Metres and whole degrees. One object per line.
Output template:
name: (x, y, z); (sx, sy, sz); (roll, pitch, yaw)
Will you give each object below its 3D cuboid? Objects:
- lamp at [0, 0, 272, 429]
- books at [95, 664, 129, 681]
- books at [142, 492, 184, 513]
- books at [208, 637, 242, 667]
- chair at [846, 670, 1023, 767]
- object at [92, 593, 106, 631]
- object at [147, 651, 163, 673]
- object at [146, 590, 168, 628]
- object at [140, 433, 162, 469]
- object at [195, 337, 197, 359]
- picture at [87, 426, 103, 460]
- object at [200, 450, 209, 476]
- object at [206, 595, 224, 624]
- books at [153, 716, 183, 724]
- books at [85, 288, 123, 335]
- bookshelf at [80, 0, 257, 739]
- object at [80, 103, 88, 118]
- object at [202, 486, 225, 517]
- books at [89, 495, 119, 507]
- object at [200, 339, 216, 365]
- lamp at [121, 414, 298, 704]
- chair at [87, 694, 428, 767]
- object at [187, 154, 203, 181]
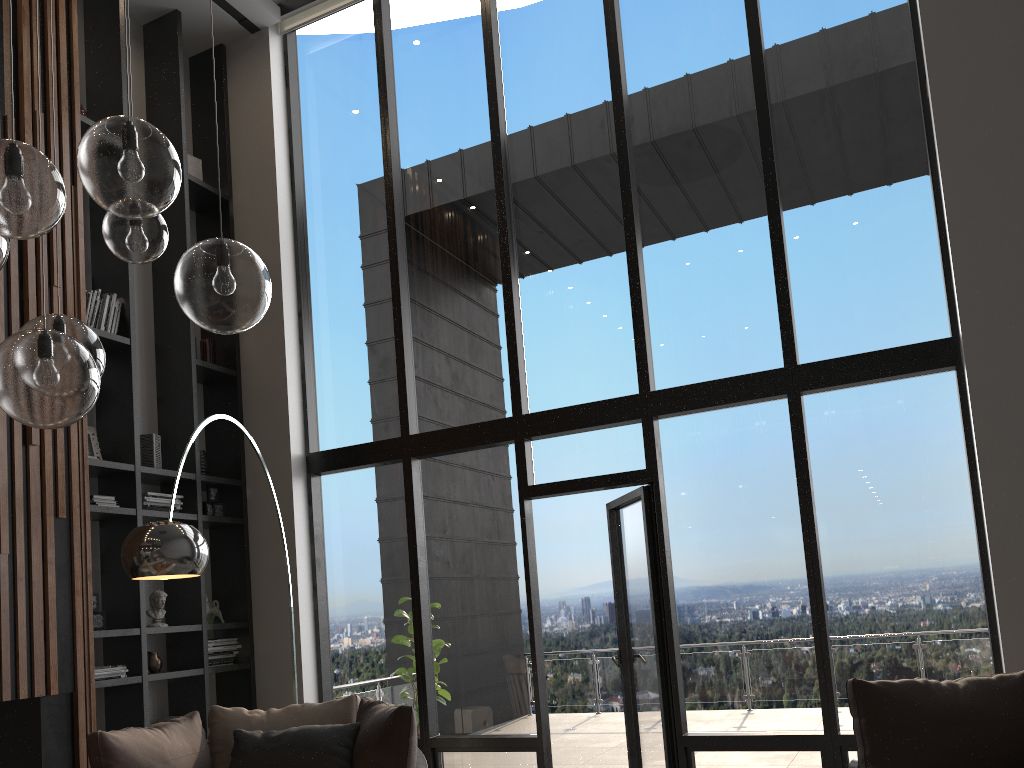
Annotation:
lamp: (-1.284, -2.155, 2.313); (1.240, 4.899, 1.244); (-7, -7, 21)
books: (-2.497, 1.737, 5.248); (0.221, 0.076, 0.328); (-10, -15, 23)
books: (-2.375, 0.805, 5.809); (0.221, 0.125, 0.328); (-10, -14, 23)
books: (-2.108, 1.880, 6.130); (0.220, 0.186, 0.380); (-9, -14, 24)
chair: (1.749, 1.433, 2.890); (1.469, 0.880, 1.494); (-15, -16, 40)
object: (-2.550, 1.382, 5.298); (0.059, 0.230, 0.191); (-7, -10, 22)
object: (-2.330, 1.811, 5.705); (0.100, 0.139, 0.105); (0, -10, -27)
object: (-2.330, 1.476, 5.733); (0.138, 0.240, 0.139); (-1, -9, -24)
object: (-2.409, 0.470, 5.838); (0.104, 0.254, 0.106); (-5, -7, 4)
object: (-2.298, -0.267, 6.265); (0.078, 0.288, 0.079); (-1, -7, -29)
picture: (-2.665, 0.379, 5.431); (0.115, 0.265, 0.219); (-8, -10, 25)
object: (-2.239, 0.587, 6.260); (0.141, 0.213, 0.143); (-7, -9, 15)
object: (-2.160, 1.563, 6.187); (0.131, 0.275, 0.256); (-7, -10, 16)
books: (-2.234, 2.321, 5.713); (0.176, 0.281, 0.338); (-8, -11, 24)
books: (-2.654, -0.443, 5.497); (0.187, 0.293, 0.373); (-8, -12, 24)
bookshelf: (-2.466, -0.140, 5.889); (0.341, 5.211, 1.474); (-7, -7, 24)
object: (-2.784, -1.706, 5.605); (0.130, 0.169, 0.134); (-2, -9, -15)
object: (-2.134, 0.846, 6.236); (0.060, 0.228, 0.191); (-8, -10, 27)
books: (-2.590, 0.736, 5.371); (0.330, 0.070, 0.178); (-11, -15, 24)
object: (-2.227, -0.206, 6.418); (0.102, 0.225, 0.103); (-6, -7, 9)
lamp: (-1.289, 1.293, 4.221); (0.320, 2.284, 2.081); (-5, -10, 1)
chair: (-1.098, 1.919, 3.918); (1.449, 0.880, 1.514); (5, -16, -38)
object: (-2.378, -1.549, 6.495); (0.084, 0.255, 0.135); (-9, -9, 34)
